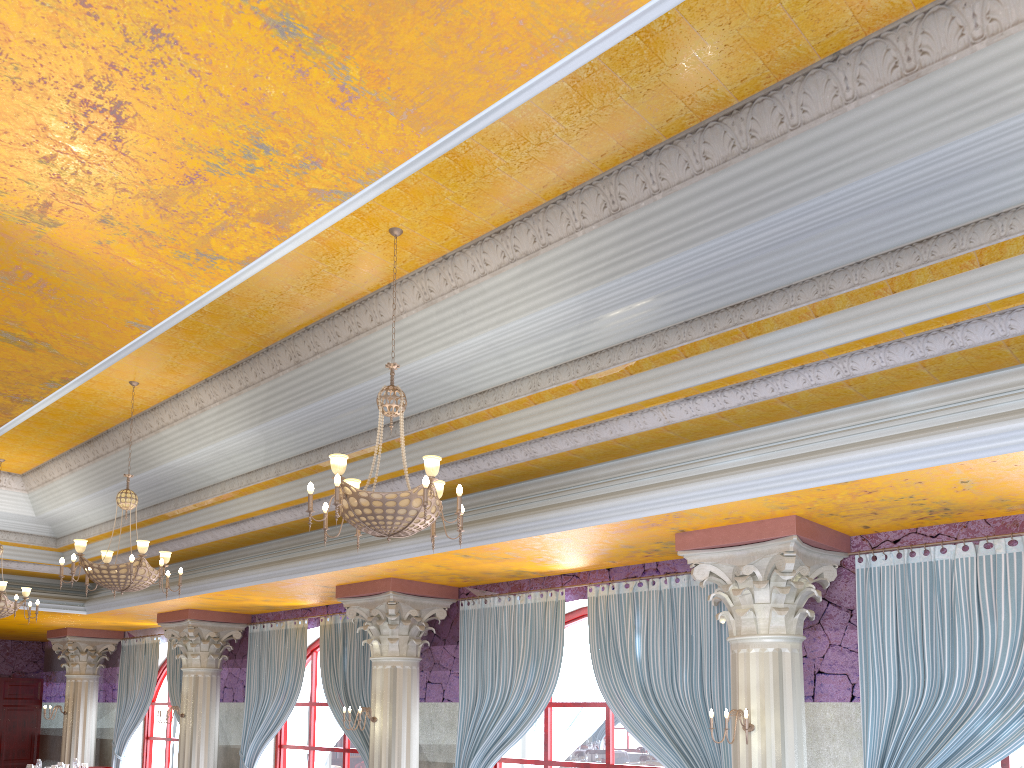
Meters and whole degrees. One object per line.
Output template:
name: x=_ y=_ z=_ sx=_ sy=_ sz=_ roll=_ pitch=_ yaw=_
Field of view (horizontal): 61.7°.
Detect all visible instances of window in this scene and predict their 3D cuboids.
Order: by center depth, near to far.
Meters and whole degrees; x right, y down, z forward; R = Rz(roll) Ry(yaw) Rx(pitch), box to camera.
window: x=4.555 y=2.483 z=6.195 sx=3.656 sy=2.449 sz=0.163 roll=-15 pitch=-15 yaw=42
window: x=1.073 y=3.675 z=9.398 sx=3.656 sy=2.449 sz=0.163 roll=-15 pitch=-15 yaw=42
window: x=-2.424 y=4.873 z=12.616 sx=3.656 sy=2.449 sz=0.163 roll=-15 pitch=-15 yaw=42
window: x=-5.918 y=6.069 z=15.830 sx=3.656 sy=2.449 sz=0.163 roll=-15 pitch=-15 yaw=42

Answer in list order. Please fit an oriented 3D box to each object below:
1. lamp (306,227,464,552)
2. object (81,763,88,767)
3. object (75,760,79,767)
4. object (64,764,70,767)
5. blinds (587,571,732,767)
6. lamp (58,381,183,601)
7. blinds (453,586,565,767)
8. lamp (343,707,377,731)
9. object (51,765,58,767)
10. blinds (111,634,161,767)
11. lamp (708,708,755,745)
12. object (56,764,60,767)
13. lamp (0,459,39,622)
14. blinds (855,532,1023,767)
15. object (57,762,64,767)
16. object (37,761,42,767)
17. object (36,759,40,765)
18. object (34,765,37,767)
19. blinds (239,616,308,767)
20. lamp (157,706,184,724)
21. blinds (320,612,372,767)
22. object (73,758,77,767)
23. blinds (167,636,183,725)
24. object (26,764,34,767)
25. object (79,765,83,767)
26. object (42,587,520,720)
lamp: x=-0.782 y=-0.017 z=5.591 sx=0.959 sy=2.092 sz=0.999 roll=1 pitch=-9 yaw=-2
object: x=-7.143 y=6.464 z=14.291 sx=0.124 sy=0.254 sz=0.126 roll=6 pitch=-11 yaw=-33
object: x=-7.143 y=6.338 z=14.052 sx=0.074 sy=0.323 sz=0.076 roll=2 pitch=-7 yaw=-11
object: x=-7.545 y=6.555 z=14.501 sx=0.086 sy=0.228 sz=0.088 roll=4 pitch=-9 yaw=-22
blinds: x=1.393 y=3.546 z=8.201 sx=1.738 sy=3.385 sz=0.249 roll=-8 pitch=-11 yaw=42
lamp: x=-3.720 y=0.989 z=8.295 sx=0.959 sy=2.092 sz=0.999 roll=1 pitch=-9 yaw=-2
blinds: x=-0.081 y=4.051 z=9.558 sx=1.741 sy=3.385 sz=0.248 roll=-9 pitch=-11 yaw=44
lamp: x=-1.765 y=3.872 z=9.914 sx=0.344 sy=0.262 sz=0.398 roll=-9 pitch=-19 yaw=29
object: x=-7.368 y=6.268 z=13.777 sx=0.122 sy=0.254 sz=0.127 roll=-2 pitch=-10 yaw=11
blinds: x=-7.061 y=6.442 z=15.980 sx=1.741 sy=3.385 sz=0.248 roll=-9 pitch=-11 yaw=44
lamp: x=1.733 y=2.674 z=6.695 sx=0.344 sy=0.262 sz=0.398 roll=-9 pitch=-19 yaw=29
object: x=-7.569 y=6.418 z=14.213 sx=0.072 sy=0.203 sz=0.150 roll=-3 pitch=-12 yaw=22
lamp: x=-6.611 y=1.979 z=10.955 sx=0.959 sy=2.092 sz=0.999 roll=1 pitch=-9 yaw=-2
blinds: x=3.402 y=2.859 z=6.353 sx=1.790 sy=3.384 sz=0.248 roll=-9 pitch=-11 yaw=44
object: x=-7.661 y=6.546 z=14.516 sx=0.124 sy=0.254 sz=0.126 roll=-6 pitch=-11 yaw=34
object: x=-7.613 y=6.233 z=13.780 sx=0.074 sy=0.323 sz=0.076 roll=2 pitch=-7 yaw=-11
object: x=-7.887 y=6.408 z=14.248 sx=0.074 sy=0.323 sz=0.076 roll=2 pitch=-7 yaw=-11
object: x=-7.874 y=6.407 z=14.115 sx=0.086 sy=0.228 sz=0.088 roll=-3 pitch=-9 yaw=23
blinds: x=-3.611 y=5.260 z=12.806 sx=1.741 sy=3.385 sz=0.248 roll=-9 pitch=-11 yaw=44
lamp: x=-5.237 y=5.061 z=13.108 sx=0.344 sy=0.262 sz=0.398 roll=-9 pitch=-19 yaw=29
blinds: x=-2.136 y=4.755 z=11.449 sx=1.738 sy=3.385 sz=0.249 roll=-8 pitch=-11 yaw=42
object: x=-7.416 y=6.513 z=14.520 sx=0.074 sy=0.323 sz=0.076 roll=2 pitch=-7 yaw=-11
blinds: x=-5.586 y=5.936 z=14.623 sx=1.738 sy=3.385 sz=0.249 roll=-8 pitch=-11 yaw=42
object: x=-7.887 y=6.350 z=14.001 sx=0.124 sy=0.254 sz=0.126 roll=6 pitch=-11 yaw=-33
object: x=-7.156 y=6.433 z=14.174 sx=0.086 sy=0.228 sz=0.088 roll=-3 pitch=-9 yaw=23
object: x=-0.907 y=4.240 z=10.254 sx=29.909 sy=3.477 sz=2.144 roll=-19 pitch=-20 yaw=41
